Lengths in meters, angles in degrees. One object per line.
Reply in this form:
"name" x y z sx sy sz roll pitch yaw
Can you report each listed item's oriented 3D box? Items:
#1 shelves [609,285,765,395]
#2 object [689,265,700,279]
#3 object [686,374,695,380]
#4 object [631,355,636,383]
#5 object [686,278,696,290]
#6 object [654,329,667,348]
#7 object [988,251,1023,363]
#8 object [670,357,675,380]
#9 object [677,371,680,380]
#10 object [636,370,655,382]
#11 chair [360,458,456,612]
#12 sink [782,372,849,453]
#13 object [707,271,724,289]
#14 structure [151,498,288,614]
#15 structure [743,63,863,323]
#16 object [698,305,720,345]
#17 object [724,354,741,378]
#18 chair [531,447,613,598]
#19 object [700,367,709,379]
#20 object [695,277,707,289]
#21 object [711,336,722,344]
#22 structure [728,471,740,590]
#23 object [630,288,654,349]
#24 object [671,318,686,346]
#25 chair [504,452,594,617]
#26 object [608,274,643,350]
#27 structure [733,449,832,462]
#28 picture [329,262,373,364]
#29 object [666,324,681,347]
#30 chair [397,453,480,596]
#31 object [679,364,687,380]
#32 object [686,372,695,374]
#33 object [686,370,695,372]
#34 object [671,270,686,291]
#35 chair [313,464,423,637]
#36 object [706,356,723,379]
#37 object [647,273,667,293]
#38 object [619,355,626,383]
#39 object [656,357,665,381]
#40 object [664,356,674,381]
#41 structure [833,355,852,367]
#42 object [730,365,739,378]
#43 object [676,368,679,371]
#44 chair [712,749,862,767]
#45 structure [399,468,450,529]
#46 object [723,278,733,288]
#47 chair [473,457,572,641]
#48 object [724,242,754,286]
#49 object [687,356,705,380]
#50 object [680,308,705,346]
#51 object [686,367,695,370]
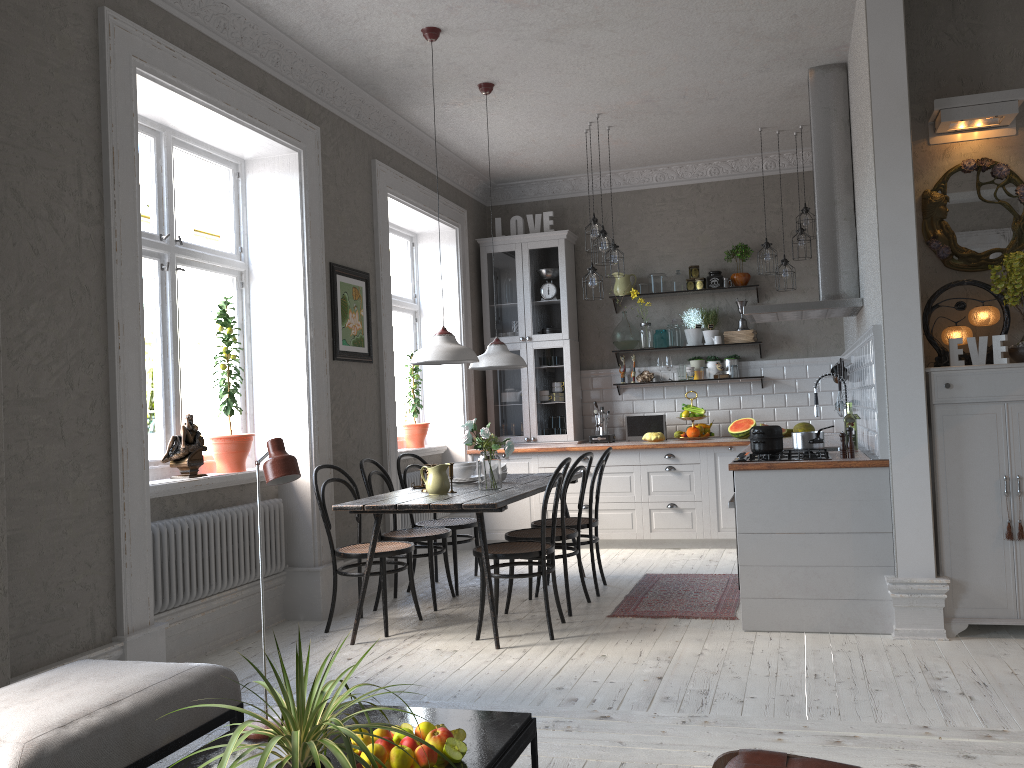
"shelves" 1.550 -0.357 7.868 1.301 0.923 0.231 -3 -2 16
"object" 1.609 -0.985 7.821 0.083 0.113 0.082 -2 -2 -3
"object" 1.567 -0.062 7.762 0.077 0.051 0.078 -3 -2 10
"object" 1.099 -0.137 7.989 0.063 0.264 0.052 -1 -2 -37
"object" 1.585 -0.871 7.839 0.082 0.113 0.084 -3 -2 17
"object" 1.340 -0.402 7.960 0.124 0.172 0.128 -3 -2 20
"object" 2.528 -0.378 4.323 0.347 0.553 0.291 -1 -2 -39
"object" 1.413 -0.133 7.912 0.082 0.217 0.082 -3 -2 3
"object" 1.509 -0.071 7.903 0.076 0.083 0.079 -4 -2 34
"object" 1.193 -0.068 7.936 0.177 0.111 0.096 -2 -2 -6
"chair" -0.649 0.916 5.526 0.544 0.920 0.442 -3 -2 14
"sink" 1.809 0.294 5.421 0.522 0.720 0.491 -3 -2 17
"object" 1.798 -0.912 7.828 0.140 0.174 0.144 -3 -2 17
"structure" -1.540 0.868 4.596 0.147 0.428 1.236 -3 -2 16
"structure" 1.872 -1.246 5.847 0.704 1.595 0.720 -3 -2 17
"object" 1.741 -0.529 7.794 0.187 0.380 0.167 -2 -2 -22
"object" 1.947 -0.156 7.806 0.157 0.213 0.154 -3 -2 14
"chair" 0.392 0.875 5.701 0.544 0.920 0.442 -3 -2 14
"object" 1.692 -0.096 7.784 0.077 0.108 0.078 -3 -2 10
"object" 1.667 -0.876 7.812 0.081 0.113 0.084 -3 -2 27
"object" 1.791 -0.381 7.710 0.064 0.071 0.104 -1 -2 -43
"structure" 1.516 0.746 4.814 0.611 0.623 0.629 -3 -2 17
"object" 1.153 -0.583 7.865 0.190 0.540 0.282 -3 -2 9
"object" 1.496 -0.454 7.980 0.129 0.264 0.133 -3 -2 22
"chair" 0.224 0.869 5.240 0.540 0.920 0.445 -3 -2 24
"object" 0.998 -0.641 7.956 0.338 0.674 0.334 -2 -2 -15
"structure" 1.477 0.384 4.835 0.490 0.031 0.613 -3 -2 17
"picture" -1.044 -0.452 5.799 0.019 0.619 0.527 -3 -2 18
"object" 1.429 -0.426 7.841 0.122 0.206 0.127 -4 -2 39
"chair" -0.480 0.923 5.990 0.539 0.920 0.446 -3 -2 29
"object" 1.513 -0.101 7.823 0.079 0.139 0.078 -2 -2 -11
"object" 1.566 -0.079 7.763 0.077 0.051 0.078 -3 -2 10
"object" 1.565 -0.096 7.763 0.075 0.051 0.079 -4 -2 36
"object" 1.500 -0.916 7.971 0.142 0.220 0.137 -2 -2 -24
"chair" -0.818 0.908 4.990 0.540 0.920 0.445 -3 -2 24
"object" 1.787 -0.149 7.842 0.150 0.214 0.170 -1 -2 -43
"object" 1.301 -0.891 7.928 0.175 0.184 0.168 -1 -2 -34
"object" 1.004 -0.132 8.033 0.053 0.264 0.061 -2 -2 -12
"object" 1.332 -0.128 7.939 0.082 0.217 0.082 -3 -2 3
"object" 1.388 -0.134 7.825 0.082 0.217 0.082 -3 -2 3
"structure" 2.452 -0.158 6.571 0.093 0.053 1.098 -3 -2 18
"object" 1.931 -0.109 7.689 0.077 0.108 0.078 -3 -2 10
"object" 1.507 -0.104 7.904 0.076 0.083 0.079 -4 -2 34
"chair" 0.863 0.833 1.666 1.005 0.721 0.513 -3 -2 16
"structure" -0.751 0.906 7.036 0.147 0.428 1.236 -3 -2 16
"object" 1.875 -0.880 7.702 0.092 0.096 0.075 -3 -2 17
"chair" 0.062 0.860 4.724 0.544 0.920 0.442 -3 -2 14
"object" 2.000 -1.036 7.723 0.255 0.397 0.246 -4 -2 41
"object" 1.636 -0.145 7.876 0.157 0.217 0.155 -2 -2 -3
"object" 1.631 -0.510 7.879 0.240 0.354 0.239 -4 -2 35
"object" 1.564 -0.122 7.764 0.077 0.051 0.077 -3 -2 3
